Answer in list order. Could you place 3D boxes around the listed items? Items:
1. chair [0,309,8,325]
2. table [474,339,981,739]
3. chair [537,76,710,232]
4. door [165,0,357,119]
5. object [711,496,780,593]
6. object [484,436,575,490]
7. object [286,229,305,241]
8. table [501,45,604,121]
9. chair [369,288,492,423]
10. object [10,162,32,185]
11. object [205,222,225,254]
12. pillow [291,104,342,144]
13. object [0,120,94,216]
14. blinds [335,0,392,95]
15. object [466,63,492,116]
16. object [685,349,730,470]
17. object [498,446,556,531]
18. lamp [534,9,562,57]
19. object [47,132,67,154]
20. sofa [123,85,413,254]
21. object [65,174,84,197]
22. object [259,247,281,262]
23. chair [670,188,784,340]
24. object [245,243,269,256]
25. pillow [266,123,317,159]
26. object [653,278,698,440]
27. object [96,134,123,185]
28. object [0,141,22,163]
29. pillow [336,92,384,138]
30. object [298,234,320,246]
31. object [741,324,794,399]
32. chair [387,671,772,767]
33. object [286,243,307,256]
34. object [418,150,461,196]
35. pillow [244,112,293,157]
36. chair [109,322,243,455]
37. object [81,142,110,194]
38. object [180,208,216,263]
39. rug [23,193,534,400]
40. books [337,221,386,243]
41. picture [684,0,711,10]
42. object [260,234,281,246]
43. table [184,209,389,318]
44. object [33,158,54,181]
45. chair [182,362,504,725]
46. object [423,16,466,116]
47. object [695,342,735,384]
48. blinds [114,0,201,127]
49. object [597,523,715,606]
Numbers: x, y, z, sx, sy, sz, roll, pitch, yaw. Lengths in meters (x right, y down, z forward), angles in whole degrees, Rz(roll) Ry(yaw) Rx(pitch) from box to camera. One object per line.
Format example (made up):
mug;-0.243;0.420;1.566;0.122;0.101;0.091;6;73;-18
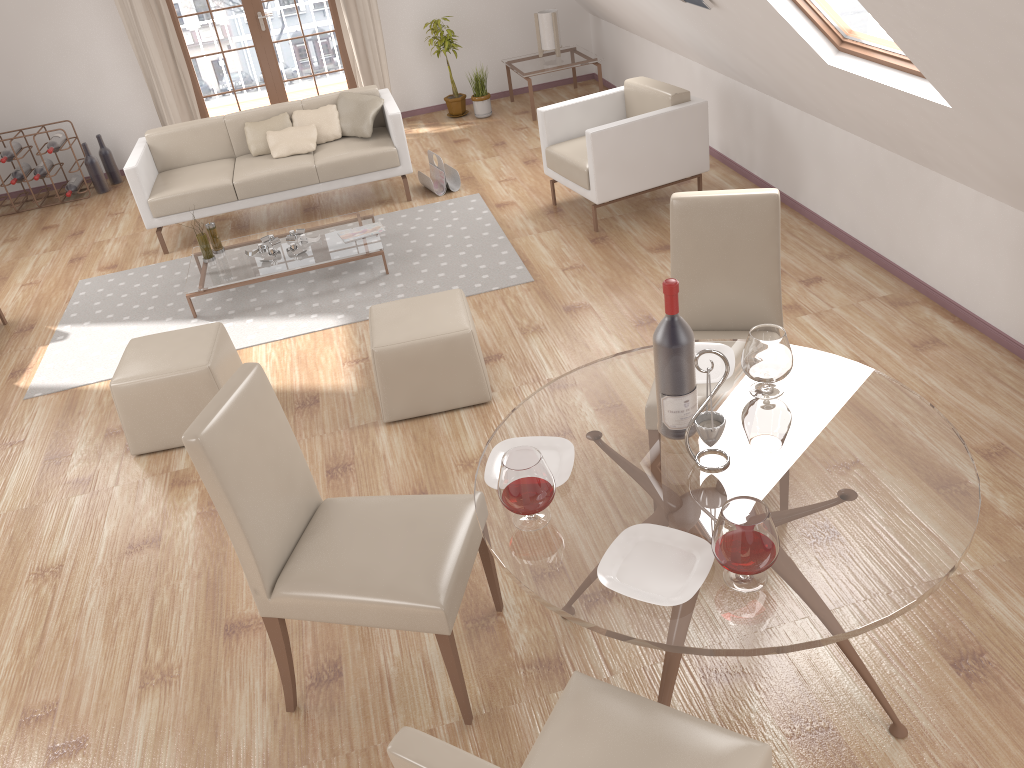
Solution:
chair;-3.537;-0.449;5.108;0.820;0.706;0.748;-12;32;-5
table;0.551;0.511;2.413;1.198;0.770;1.198;-3;32;11
chair;0.694;-1.485;5.629;0.820;0.706;0.748;-19;33;-16
door;-2.223;-3.132;7.773;1.546;2.001;0.098;-14;32;-7
object;0.478;0.329;1.817;0.136;0.183;0.136;-26;35;-25
object;0.047;0.210;2.277;0.228;0.020;0.228;-2;32;12
object;-1.367;-0.953;5.591;0.064;0.052;0.143;2;34;18
table;0.375;-2.723;7.994;0.730;0.390;0.773;-15;32;-8
chair;-0.395;-0.155;4.085;0.506;0.394;0.506;-12;32;-4
object;-4.195;-1.777;7.547;0.109;0.109;0.435;-14;32;-7
object;-1.851;-0.908;5.518;0.075;0.185;0.075;3;34;20
pillow;-1.430;-1.890;6.485;0.351;0.225;0.196;-11;32;-3
object;-4.116;-1.841;7.581;0.854;0.608;0.417;-14;32;-7
blinds;-1.328;-3.366;7.722;0.424;2.129;0.123;-17;32;-11
object;-0.282;-2.641;7.947;0.209;0.480;0.234;21;43;39
object;0.472;0.054;2.124;0.096;0.322;0.086;18;41;37
object;0.034;0.245;2.071;0.136;0.183;0.136;-26;35;-25
lamp;0.332;-3.136;7.936;0.221;0.375;0.180;5;34;21
object;-3.862;-2.022;7.496;0.109;0.109;0.435;-14;32;-7
sofa;-1.718;-1.599;6.458;1.880;0.706;0.820;-14;32;-7
object;-3.808;-1.706;7.692;0.109;0.109;0.435;-14;32;-7
object;-1.459;-0.779;5.337;0.064;0.052;0.143;2;34;18
chair;0.739;-0.096;3.118;0.477;0.999;0.618;1;33;16
object;-1.568;-0.828;5.444;0.143;0.052;0.064;-14;32;-7
pillow;-1.574;-1.739;6.361;0.363;0.170;0.227;-11;32;-3
object;0.407;-0.062;2.218;0.109;0.435;0.109;-16;32;-10
object;-3.568;-1.982;7.829;0.115;0.443;0.120;-17;32;-12
object;-4.223;-1.933;7.451;0.109;0.109;0.435;-14;32;-7
pillow;-1.122;-1.972;6.468;0.424;0.276;0.269;15;39;34
object;-1.258;-0.904;5.483;0.143;0.052;0.064;-14;32;-7
object;0.685;-0.060;2.383;0.136;0.183;0.136;0;33;16
chair;0.184;0.852;1.751;0.477;0.999;0.618;12;37;30
object;-1.304;-0.816;5.357;0.064;0.051;0.143;-32;38;-32
object;-0.546;-1.563;6.502;0.212;0.267;0.315;-21;33;-18
pillow;-1.760;-1.812;6.447;0.351;0.235;0.185;-12;32;-4
chair;-1.548;-0.002;4.150;0.506;0.394;0.506;-11;32;-3
object;-3.602;-1.860;7.643;0.115;0.443;0.120;-17;32;-12
object;-1.897;-0.911;5.370;0.123;0.359;0.184;10;36;28
rug;-1.404;-0.643;5.510;2.800;0.007;1.600;-14;32;-7
books;-0.930;-0.943;5.502;0.280;0.005;0.192;-18;33;-14
picture;0.490;-2.160;4.242;0.683;0.738;0.650;-14;32;-7
object;-1.522;-0.915;5.571;0.064;0.052;0.143;-32;38;-32
table;-1.394;-0.761;5.523;1.173;0.190;0.730;-14;32;-7
object;-4.015;-1.818;7.571;0.109;0.109;0.435;-14;32;-7
chair;-0.431;0.447;2.564;0.618;0.999;0.477;-1;33;14
object;-0.587;-2.863;8.031;0.311;0.846;0.307;-18;33;-14
object;0.529;-0.054;2.570;0.228;0.020;0.228;0;33;15
blinds;-3.070;-2.955;7.538;0.423;2.130;0.120;-15;32;-9
object;0.311;0.393;1.914;0.228;0.020;0.228;12;38;31
